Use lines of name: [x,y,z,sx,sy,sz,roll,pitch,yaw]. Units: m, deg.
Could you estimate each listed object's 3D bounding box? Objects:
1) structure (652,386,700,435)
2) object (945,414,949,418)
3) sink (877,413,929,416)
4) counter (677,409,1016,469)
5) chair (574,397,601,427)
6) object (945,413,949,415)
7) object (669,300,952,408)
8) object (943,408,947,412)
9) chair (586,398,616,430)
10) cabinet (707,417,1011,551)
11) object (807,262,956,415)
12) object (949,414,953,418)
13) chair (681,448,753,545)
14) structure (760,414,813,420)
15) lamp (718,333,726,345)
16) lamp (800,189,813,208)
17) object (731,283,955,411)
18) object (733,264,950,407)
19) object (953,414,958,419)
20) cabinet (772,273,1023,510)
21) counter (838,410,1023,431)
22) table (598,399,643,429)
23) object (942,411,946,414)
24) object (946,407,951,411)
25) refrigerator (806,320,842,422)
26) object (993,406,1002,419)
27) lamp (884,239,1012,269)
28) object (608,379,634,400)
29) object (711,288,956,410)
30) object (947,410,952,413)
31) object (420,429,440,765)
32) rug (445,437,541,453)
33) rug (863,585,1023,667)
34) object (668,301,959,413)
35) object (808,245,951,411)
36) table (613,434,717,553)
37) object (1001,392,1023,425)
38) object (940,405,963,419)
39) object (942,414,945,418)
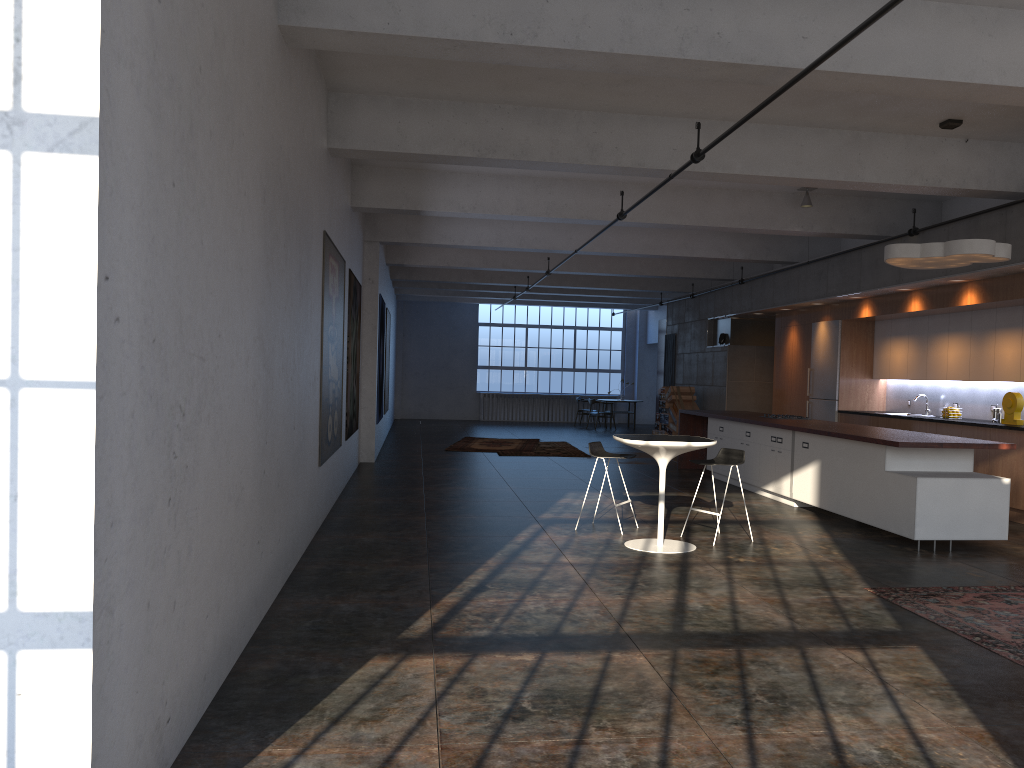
structure: [3.448,0.691,18.910,0.641,1.316,1.901,1,1,-6]
object: [5.669,0.421,11.537,0.062,0.053,0.053,1,1,-20]
sink: [5.512,0.524,12.450,0.526,0.192,0.725,2,1,-7]
counter: [3.625,0.963,11.221,1.148,0.971,6.615,1,1,-6]
chair: [2.201,0.812,25.736,0.664,0.865,0.737,2,1,19]
object: [5.703,0.400,11.616,0.053,0.053,0.061,1,1,-25]
object: [4.723,-0.820,16.271,0.059,2.166,9.803,1,1,-12]
object: [4.853,-0.782,14.782,0.054,2.170,6.789,1,1,-15]
chair: [2.458,0.835,24.363,0.682,0.865,0.717,1,1,-20]
cabinet: [3.678,1.002,10.616,0.927,0.930,5.613,1,1,-6]
object: [5.736,0.372,11.498,0.052,0.053,0.062,2,1,0]
object: [5.694,0.416,11.486,0.051,0.057,0.061,2,1,30]
chair: [1.891,1.047,8.134,0.514,0.896,0.455,1,2,-30]
structure: [3.750,0.465,12.159,0.515,0.072,0.636,2,1,-7]
lamp: [4.232,-0.891,17.758,0.215,0.259,0.168,1,2,-26]
lamp: [3.819,-2.408,11.467,0.153,0.216,0.158,2,2,30]
object: [5.719,0.327,11.487,0.063,0.051,0.052,1,1,-15]
object: [5.749,0.324,11.620,0.058,0.060,0.051,2,2,27]
object: [5.753,0.423,11.507,0.065,0.063,0.072,0,2,-42]
cabinet: [6.389,0.061,12.397,2.392,2.564,8.056,1,1,-6]
counter: [6.078,0.478,11.618,1.616,0.039,4.433,2,1,-6]
table: [3.100,0.892,25.422,1.283,0.852,1.336,2,1,37]
object: [5.095,-0.747,12.555,0.054,2.229,2.366,0,2,-31]
object: [5.671,0.329,11.508,0.057,0.060,0.053,2,1,16]
refrigerator: [5.043,0.099,14.188,0.221,2.192,0.948,1,2,-9]
object: [5.980,0.359,10.904,0.060,0.210,0.143,1,2,-6]
lamp: [4.176,-1.233,8.474,1.056,0.130,1.029,2,1,39]
object: [3.126,0.150,25.385,0.778,0.624,0.238,1,2,-6]
object: [5.795,0.339,11.574,0.062,0.053,0.052,3,2,41]
object: [6.498,-0.759,17.297,0.061,2.211,11.864,2,1,8]
object: [4.232,1.570,14.375,19.858,0.001,27.033,2,1,-7]
rug: [-0.311,1.223,18.100,1.873,0.048,3.526,2,1,3]
rug: [4.042,1.506,5.704,2.902,0.029,1.842,2,1,-8]
object: [5.788,0.351,11.516,0.052,0.052,0.063,3,2,41]
object: [5.696,0.367,11.536,0.050,0.053,0.065,2,1,31]
table: [1.307,0.946,7.719,0.833,0.952,0.824,1,1,-7]
object: [5.787,0.282,10.239,0.100,0.381,0.273,1,1,-6]
object: [6.606,0.833,18.034,0.947,1.215,13.212,2,1,5]
object: [5.373,-0.701,10.153,0.057,2.311,2.940,2,1,13]
